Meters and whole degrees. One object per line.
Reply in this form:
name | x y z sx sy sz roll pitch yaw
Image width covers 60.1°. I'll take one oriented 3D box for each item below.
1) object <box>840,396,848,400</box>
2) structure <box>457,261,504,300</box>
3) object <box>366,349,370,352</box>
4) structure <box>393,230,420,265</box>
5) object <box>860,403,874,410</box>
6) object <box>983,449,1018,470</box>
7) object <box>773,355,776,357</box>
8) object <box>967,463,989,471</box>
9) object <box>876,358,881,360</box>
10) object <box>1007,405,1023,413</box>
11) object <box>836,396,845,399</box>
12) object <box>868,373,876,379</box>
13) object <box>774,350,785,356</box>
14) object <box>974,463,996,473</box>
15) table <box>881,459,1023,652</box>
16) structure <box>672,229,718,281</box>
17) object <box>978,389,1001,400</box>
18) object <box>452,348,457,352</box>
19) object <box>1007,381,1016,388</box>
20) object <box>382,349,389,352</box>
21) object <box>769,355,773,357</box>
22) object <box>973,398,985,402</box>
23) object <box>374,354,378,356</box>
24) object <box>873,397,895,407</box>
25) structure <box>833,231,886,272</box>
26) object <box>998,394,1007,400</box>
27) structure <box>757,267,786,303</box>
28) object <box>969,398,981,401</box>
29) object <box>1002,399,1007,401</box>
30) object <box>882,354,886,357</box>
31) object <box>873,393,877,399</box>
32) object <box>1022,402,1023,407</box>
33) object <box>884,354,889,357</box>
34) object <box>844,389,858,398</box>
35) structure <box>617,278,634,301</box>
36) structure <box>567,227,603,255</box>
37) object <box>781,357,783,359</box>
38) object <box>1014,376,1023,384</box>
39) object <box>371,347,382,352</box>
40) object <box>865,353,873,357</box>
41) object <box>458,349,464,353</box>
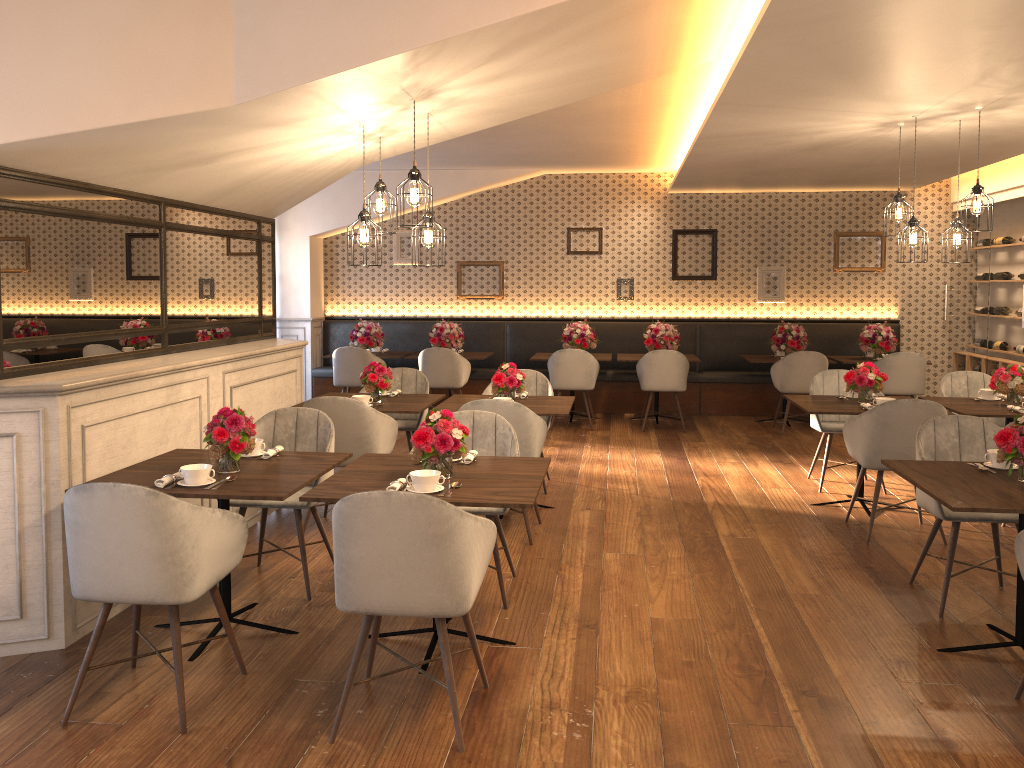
object | 2.393 0.100 6.373 0.022 0.004 0.212 1 6 7
structure | -0.401 -1.308 11.168 0.601 0.484 0.032 1 3 7
object | -1.687 -0.356 10.131 0.148 0.072 0.148 -4 7 -35
structure | -1.344 -1.737 11.259 0.340 0.438 0.035 1 3 7
object | 2.323 0.146 5.795 0.056 0.039 0.176 1 6 7
object | 2.177 0.336 3.930 0.148 0.072 0.149 -2 6 -16
object | 3.012 -0.320 10.155 0.022 0.004 0.212 1 6 7
object | 2.063 0.366 3.926 0.043 0.015 0.198 0 6 3
object | 3.937 -0.259 9.457 0.056 0.039 0.176 1 6 7
object | 3.236 0.159 5.685 0.056 0.039 0.176 1 6 7
object | 2.359 0.093 6.384 0.043 0.015 0.198 0 6 3
object | 2.434 -0.051 6.033 0.045 0.052 0.077 -3 6 -31
object | 3.093 -0.356 10.170 0.148 0.072 0.148 -4 7 -35
object | 2.097 0.373 3.915 0.022 0.004 0.212 1 6 7
table | 2.109 0.766 3.645 0.896 0.718 0.900 1 5 7
structure | 2.235 -1.578 10.843 0.544 0.630 0.035 1 3 7
object | 3.386 0.076 6.279 0.148 0.072 0.149 -2 6 -16
object | -0.729 -0.411 10.628 0.148 0.072 0.148 -4 7 -35
object | 3.327 0.002 5.908 0.049 0.052 0.078 1 6 17
object | -1.537 -0.405 10.726 0.056 0.039 0.176 1 6 7
object | 2.978 -0.327 10.165 0.043 0.015 0.198 0 6 3
object | 3.305 0.113 6.264 0.022 0.004 0.212 1 6 7
object | -1.580 -0.328 10.139 0.043 0.015 0.198 1 6 11
object | 2.437 0.131 5.781 0.148 0.072 0.149 -2 6 -16
structure | 4.166 -1.582 10.602 0.601 0.484 0.032 1 3 7
object | 3.499 0.095 6.266 0.056 0.039 0.176 1 6 7
structure | 3.147 -1.204 10.745 0.340 0.438 0.035 1 3 7
object | 3.279 0.106 6.274 0.043 0.015 0.198 1 6 11
object | 3.463 0.102 6.261 0.025 0.024 0.193 1 6 7
object | 4.200 -0.324 10.038 0.056 0.039 0.176 1 6 7
object | 2.587 0.082 6.376 0.056 0.039 0.176 1 6 7
object | 3.349 0.144 5.671 0.148 0.072 0.149 -2 6 -16
object | 4.050 -0.275 9.442 0.148 0.072 0.148 -4 7 -35
object | 2.473 0.063 6.388 0.148 0.072 0.149 -2 6 -16
structure | 1.405 -1.172 10.965 0.216 0.277 0.018 1 3 7
structure | 0.904 -1.773 10.996 0.449 0.344 0.016 1 3 7
object | 2.942 -0.274 9.576 0.056 0.039 0.176 1 6 7
object | 3.349 -0.027 5.891 0.048 0.052 0.077 -1 5 -14
object | -1.650 -0.424 10.739 0.148 0.072 0.148 -4 7 -35
object | 4.087 -0.342 10.050 0.148 0.072 0.148 -5 8 -40
object | -0.616 -0.392 10.616 0.056 0.039 0.176 1 6 7
